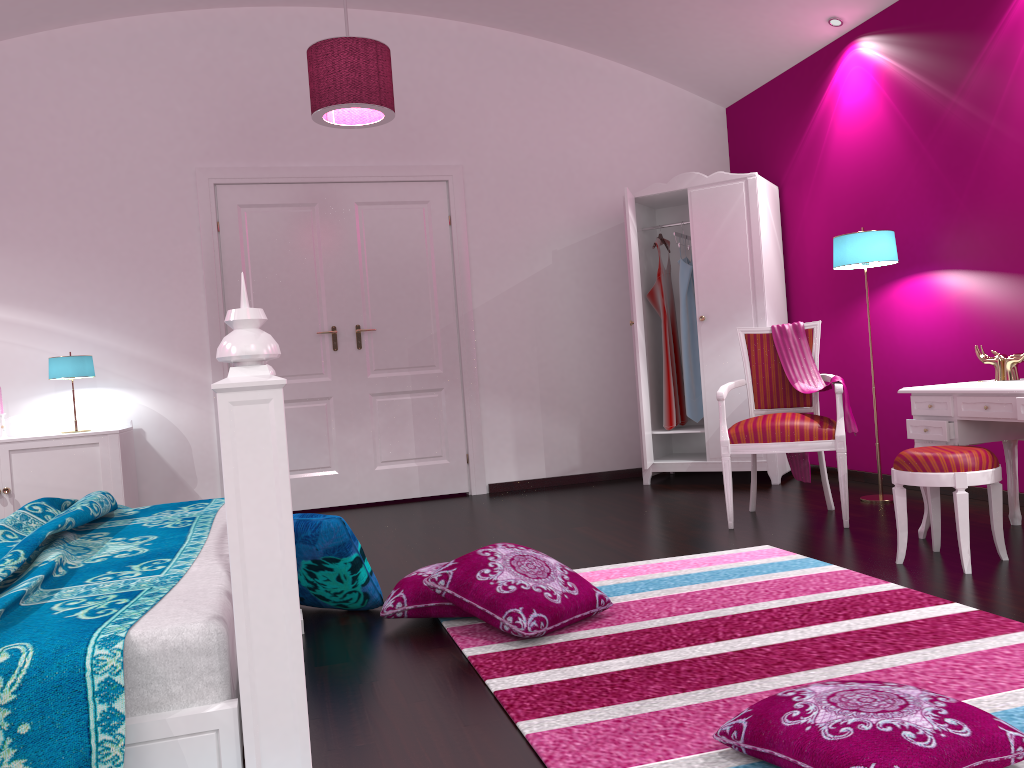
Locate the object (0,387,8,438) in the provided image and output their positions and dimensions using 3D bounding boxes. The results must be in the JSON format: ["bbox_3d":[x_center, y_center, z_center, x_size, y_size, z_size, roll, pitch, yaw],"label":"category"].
[{"bbox_3d":[-2.852,0.158,4.716,0.285,0.284,0.043,-5,1,-27],"label":"object"}]

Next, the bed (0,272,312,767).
[{"bbox_3d":[-1.597,0.285,1.686,2.317,1.143,2.167,-4,1,-15],"label":"bed"}]

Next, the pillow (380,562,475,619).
[{"bbox_3d":[-0.174,0.661,2.889,0.429,0.142,0.400,-4,1,9],"label":"pillow"}]

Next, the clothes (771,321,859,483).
[{"bbox_3d":[1.393,0.091,4.063,0.162,0.777,0.601,-4,1,-11],"label":"clothes"}]

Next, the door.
[{"bbox_3d":[-1.024,-0.250,5.510,1.405,2.001,0.098,-4,1,-15],"label":"door"}]

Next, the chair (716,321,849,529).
[{"bbox_3d":[1.237,0.171,4.051,0.528,0.901,0.511,-4,1,20],"label":"chair"}]

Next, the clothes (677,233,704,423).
[{"bbox_3d":[1.157,-0.356,5.639,0.180,1.199,0.191,-4,1,9],"label":"clothes"}]

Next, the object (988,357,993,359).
[{"bbox_3d":[1.891,-0.103,3.500,0.020,0.007,0.020,-5,1,-34],"label":"object"}]

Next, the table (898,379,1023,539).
[{"bbox_3d":[1.879,0.290,3.139,0.526,0.592,0.856,-4,1,-15],"label":"table"}]

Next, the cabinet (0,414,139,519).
[{"bbox_3d":[-2.662,0.535,4.749,1.142,0.734,0.506,-4,1,-15],"label":"cabinet"}]

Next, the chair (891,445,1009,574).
[{"bbox_3d":[1.503,0.418,3.057,0.337,0.390,0.337,-4,1,-18],"label":"chair"}]

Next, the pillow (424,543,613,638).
[{"bbox_3d":[0.022,0.605,2.661,0.391,0.224,0.425,-4,1,43],"label":"pillow"}]

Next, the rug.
[{"bbox_3d":[0.617,0.683,2.328,1.400,0.018,2.100,-4,1,-15],"label":"rug"}]

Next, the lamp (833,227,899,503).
[{"bbox_3d":[1.786,-0.100,4.397,0.303,1.352,0.303,-4,1,30],"label":"lamp"}]

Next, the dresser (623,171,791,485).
[{"bbox_3d":[1.166,-0.337,5.444,0.842,1.893,0.875,-4,1,30],"label":"dresser"}]

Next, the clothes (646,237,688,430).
[{"bbox_3d":[0.977,-0.331,5.715,0.173,1.237,0.315,-4,1,32],"label":"clothes"}]

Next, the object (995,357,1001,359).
[{"bbox_3d":[1.905,-0.102,3.478,0.020,0.005,0.021,-5,1,-24],"label":"object"}]

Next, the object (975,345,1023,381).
[{"bbox_3d":[1.933,-0.087,3.461,0.085,0.145,0.248,-5,1,-27],"label":"object"}]

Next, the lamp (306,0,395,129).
[{"bbox_3d":[-0.502,-1.788,3.074,0.377,1.129,2.377,-4,1,-15],"label":"lamp"}]

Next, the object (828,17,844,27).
[{"bbox_3d":[1.766,-1.981,4.829,0.085,0.058,0.080,-4,1,-15],"label":"object"}]

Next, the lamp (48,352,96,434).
[{"bbox_3d":[-2.380,0.044,4.812,0.229,0.438,0.229,-4,1,30],"label":"lamp"}]

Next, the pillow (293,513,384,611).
[{"bbox_3d":[-0.661,0.598,2.973,0.402,0.357,0.264,-4,1,25],"label":"pillow"}]

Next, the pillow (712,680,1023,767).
[{"bbox_3d":[0.648,0.627,1.610,0.401,0.107,0.419,-5,1,-30],"label":"pillow"}]
